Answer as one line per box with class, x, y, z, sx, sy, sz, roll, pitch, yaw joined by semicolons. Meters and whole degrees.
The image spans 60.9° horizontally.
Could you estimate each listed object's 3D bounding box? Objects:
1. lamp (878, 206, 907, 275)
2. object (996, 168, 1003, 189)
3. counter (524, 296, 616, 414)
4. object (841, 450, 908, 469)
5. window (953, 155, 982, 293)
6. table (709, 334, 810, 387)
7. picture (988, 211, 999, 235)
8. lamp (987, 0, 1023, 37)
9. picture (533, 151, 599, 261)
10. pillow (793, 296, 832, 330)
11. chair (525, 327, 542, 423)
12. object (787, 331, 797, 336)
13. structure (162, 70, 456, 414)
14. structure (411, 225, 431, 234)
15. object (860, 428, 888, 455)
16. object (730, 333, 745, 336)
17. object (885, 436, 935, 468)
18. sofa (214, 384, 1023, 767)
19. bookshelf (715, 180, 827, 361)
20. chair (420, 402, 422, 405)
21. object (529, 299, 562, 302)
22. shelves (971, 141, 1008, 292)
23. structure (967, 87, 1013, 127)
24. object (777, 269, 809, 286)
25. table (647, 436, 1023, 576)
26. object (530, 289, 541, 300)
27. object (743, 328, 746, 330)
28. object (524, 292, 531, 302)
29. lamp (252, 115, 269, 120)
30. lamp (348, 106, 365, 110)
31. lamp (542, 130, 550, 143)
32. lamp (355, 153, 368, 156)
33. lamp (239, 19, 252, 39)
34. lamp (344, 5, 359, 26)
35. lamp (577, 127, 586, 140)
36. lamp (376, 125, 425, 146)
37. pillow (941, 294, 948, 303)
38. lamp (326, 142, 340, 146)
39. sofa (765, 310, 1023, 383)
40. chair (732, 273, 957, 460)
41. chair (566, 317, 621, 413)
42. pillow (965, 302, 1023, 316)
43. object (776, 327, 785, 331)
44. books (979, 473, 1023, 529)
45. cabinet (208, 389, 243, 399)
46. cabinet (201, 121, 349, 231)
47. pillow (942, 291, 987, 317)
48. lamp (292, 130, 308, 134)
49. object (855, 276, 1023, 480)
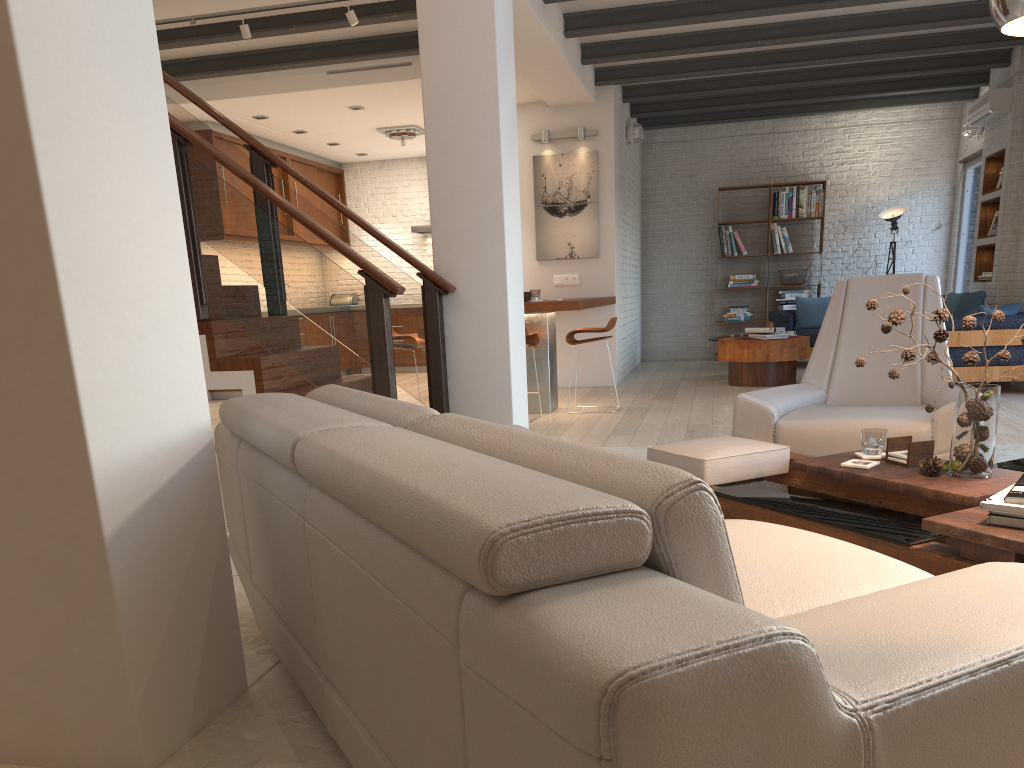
lamp;4.895;-1.266;10.861;0.504;1.916;0.836;-6;14;-14
object;4.980;-2.097;8.825;0.112;0.252;0.208;3;13;21
counter;-0.002;-0.293;8.177;1.686;0.954;2.410;-1;7;13
object;1.220;0.248;2.961;0.270;0.036;0.241;-4;6;-15
window;4.394;-2.943;4.592;0.647;6.633;11.905;1;9;13
table;2.616;-0.287;9.337;1.075;0.463;1.769;0;7;19
picture;5.035;-1.668;9.034;0.102;0.254;0.186;-1;12;4
lamp;1.749;-0.398;1.306;0.312;2.439;1.994;-16;17;-40
picture;0.552;-1.802;8.874;0.655;1.055;0.019;0;16;13
pillow;3.756;-0.879;10.719;0.555;0.425;0.214;-1;14;12
chair;-0.010;-0.094;7.019;0.405;0.805;0.405;1;14;13
object;3.021;-0.539;9.427;0.155;0.059;0.261;-2;6;6
structure;-0.700;-1.669;5.577;10.153;4.296;13.378;-1;7;13
structure;-0.824;-2.539;11.513;0.985;1.031;0.439;0;14;13
object;1.253;0.202;3.024;0.090;0.088;0.089;-8;12;-27
object;2.656;-0.572;10.044;0.301;0.028;0.066;-4;7;-9
object;1.325;0.224;2.905;0.093;0.085;0.111;-5;10;-15
sofa;0.073;0.416;2.102;1.132;0.784;2.273;-7;8;-27
bookshelf;3.372;-1.448;11.502;1.317;2.287;0.349;0;15;13
chair;-0.960;-0.128;7.768;0.422;0.805;0.388;1;14;13
object;0.209;-0.705;7.272;0.395;0.036;0.191;-1;6;17
shelves;5.013;-1.684;8.983;0.192;1.482;0.737;1;14;13
structure;4.775;-2.760;8.736;0.200;0.227;0.787;0;7;13
object;3.697;-1.397;11.478;0.394;0.209;0.395;-8;10;-35
table;1.683;0.442;2.780;1.951;0.445;2.151;-6;7;-26
object;0.195;-0.739;7.232;0.091;0.088;0.088;3;12;28
object;2.736;-0.588;9.844;0.185;0.094;0.189;4;10;38
object;0.091;-0.731;7.334;0.092;0.085;0.112;-9;11;-31
lamp;-2.536;-2.703;8.781;0.124;0.057;0.119;-1;8;13
lamp;-1.526;-2.726;8.548;0.124;0.057;0.119;-1;8;13
lamp;0.338;-2.461;8.677;0.079;0.108;0.078;8;16;40
lamp;-1.945;-2.988;11.278;0.124;0.057;0.119;-1;8;13
lamp;-1.816;-2.410;5.940;0.061;0.134;0.082;1;13;15
lamp;-1.057;-2.426;5.758;0.086;0.134;0.057;-9;15;-26
lamp;0.684;-2.469;8.598;0.079;0.108;0.078;8;16;40
lamp;-1.230;-2.769;9.817;0.450;0.177;0.434;-1;7;13
pillow;4.779;-0.841;9.983;0.243;0.413;1.068;0;8;12
lamp;-2.142;-2.893;10.447;0.124;0.057;0.119;-1;8;13
sofa;3.836;-0.436;9.149;2.079;0.685;3.814;-1;6;13
chair;1.619;0.030;3.960;1.021;1.055;0.941;4;13;29
chair;0.701;-0.165;7.385;0.422;0.805;0.388;1;14;13
pillow;4.067;-0.524;7.500;0.558;0.341;0.367;-7;11;-26
object;2.850;-0.543;9.276;0.107;0.112;0.104;3;12;29
books;1.387;0.297;2.207;0.392;0.077;0.247;-9;9;-44
cabinet;-1.538;-1.490;10.897;4.744;2.943;2.199;-6;12;-21
cabinet;-2.879;-2.260;10.605;0.462;1.203;3.227;1;8;13
pillow;4.465;-0.720;8.717;0.254;0.431;1.170;0;8;13
lamp;-2.339;-2.798;9.614;0.124;0.057;0.119;-1;8;13
object;1.260;-0.011;2.590;0.539;0.630;0.305;-6;14;-15
